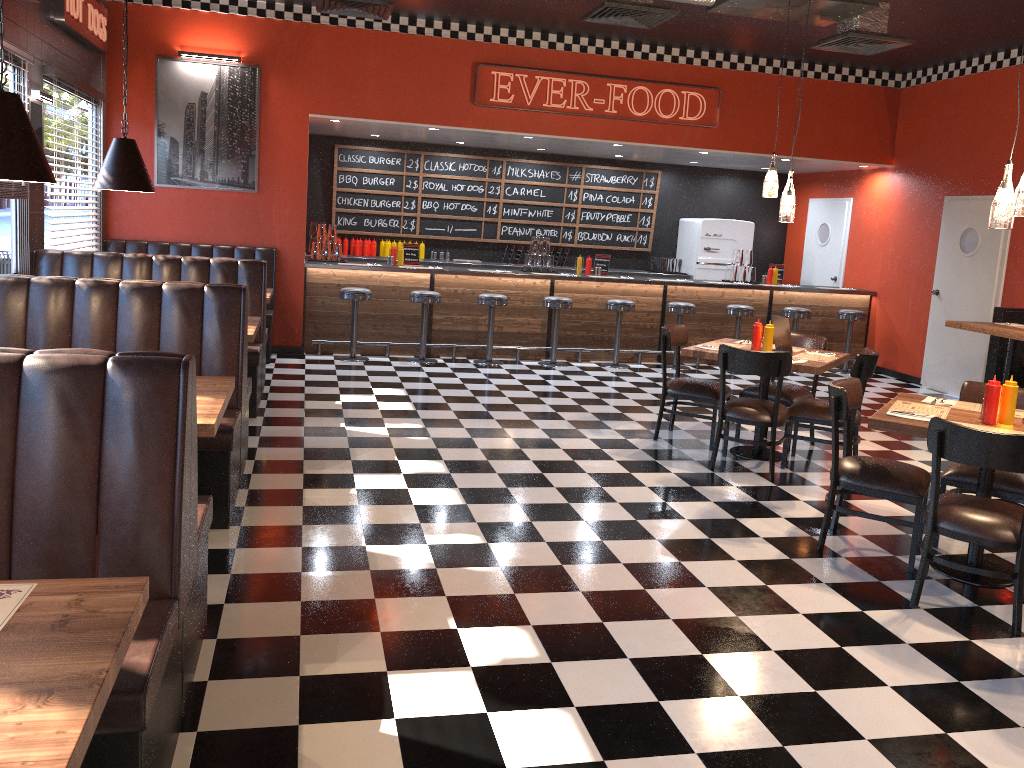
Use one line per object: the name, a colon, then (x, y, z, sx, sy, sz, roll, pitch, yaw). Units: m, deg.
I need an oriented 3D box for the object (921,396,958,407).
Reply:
object: (2.298, 0.091, 4.764, 0.158, 0.019, 0.256, 11, 12, 33)

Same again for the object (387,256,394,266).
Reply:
object: (-1.388, -1.419, 10.104, 0.094, 0.135, 0.047, 7, 9, 21)

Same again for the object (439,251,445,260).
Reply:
object: (-0.963, -1.768, 12.146, 0.047, 0.135, 0.094, 9, 10, 31)

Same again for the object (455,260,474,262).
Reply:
object: (-0.617, -1.695, 12.178, 0.365, 0.001, 0.263, 2, 11, -10)

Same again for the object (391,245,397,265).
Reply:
object: (-1.364, -1.491, 10.221, 0.068, 0.236, 0.068, 2, 8, -12)

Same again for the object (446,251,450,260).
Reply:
object: (-0.880, -1.759, 12.124, 0.046, 0.135, 0.094, 1, 9, -18)

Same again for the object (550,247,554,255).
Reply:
object: (0.529, -1.789, 12.441, 0.072, 0.255, 0.189, 3, 9, -8)

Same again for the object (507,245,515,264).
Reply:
object: (-0.016, -1.800, 12.311, 0.073, 0.258, 0.193, 2, 9, -11)

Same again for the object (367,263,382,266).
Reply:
object: (-1.542, -1.340, 9.942, 0.157, 0.019, 0.257, 0, 11, -17)

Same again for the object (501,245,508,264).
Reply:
object: (-0.107, -1.803, 12.295, 0.070, 0.256, 0.190, 3, 9, -6)

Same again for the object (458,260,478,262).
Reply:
object: (-0.616, -1.698, 12.178, 0.365, 0.001, 0.263, 1, 11, -13)

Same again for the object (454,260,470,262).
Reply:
object: (-0.617, -1.692, 12.179, 0.365, 0.001, 0.263, 2, 11, -10)

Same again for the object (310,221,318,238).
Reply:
object: (-2.568, -2.001, 11.485, 0.105, 0.207, 0.106, -1, 10, -28)

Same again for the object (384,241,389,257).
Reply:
object: (-1.681, -1.818, 11.878, 0.068, 0.236, 0.068, -2, 10, -36)

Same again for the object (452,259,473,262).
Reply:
object: (-0.617, -1.694, 12.178, 0.365, 0.001, 0.263, 1, 11, -14)

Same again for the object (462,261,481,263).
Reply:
object: (-0.617, -1.687, 12.179, 0.365, 0.001, 0.263, 2, 11, -8)

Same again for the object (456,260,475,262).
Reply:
object: (-0.617, -1.696, 12.178, 0.365, 0.001, 0.263, 1, 11, -13)

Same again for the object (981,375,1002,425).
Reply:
object: (2.308, 0.074, 4.261, 0.068, 0.236, 0.068, 3, 8, -8)

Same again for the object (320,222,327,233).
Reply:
object: (-2.460, -1.999, 11.517, 0.105, 0.207, 0.106, -1, 10, -28)

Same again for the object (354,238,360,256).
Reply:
object: (-2.064, -1.829, 11.805, 0.068, 0.236, 0.068, -2, 10, -36)

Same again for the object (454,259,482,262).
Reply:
object: (-0.616, -1.700, 12.177, 0.365, 0.001, 0.263, 1, 11, -12)

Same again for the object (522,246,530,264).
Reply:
object: (0.202, -1.796, 12.364, 0.072, 0.255, 0.189, 3, 9, -8)

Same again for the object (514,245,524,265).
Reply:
object: (0.093, -1.798, 12.338, 0.072, 0.255, 0.189, 1, 9, -18)

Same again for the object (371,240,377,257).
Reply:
object: (-1.854, -1.831, 11.888, 0.068, 0.236, 0.068, 2, 8, -11)

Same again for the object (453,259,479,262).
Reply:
object: (-0.616, -1.699, 12.178, 0.365, 0.001, 0.263, 1, 11, -14)

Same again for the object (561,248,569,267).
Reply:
object: (0.747, -1.784, 12.492, 0.072, 0.255, 0.189, 3, 9, -8)

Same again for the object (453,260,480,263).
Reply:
object: (-0.617, -1.686, 12.179, 0.365, 0.001, 0.263, 1, 11, -13)

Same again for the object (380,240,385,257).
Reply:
object: (-1.747, -1.834, 11.942, 0.068, 0.236, 0.068, -2, 10, -36)

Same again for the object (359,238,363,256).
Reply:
object: (-2.040, -1.844, 11.893, 0.068, 0.236, 0.068, 2, 8, -11)

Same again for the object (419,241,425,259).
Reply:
object: (-1.225, -1.824, 12.073, 0.068, 0.236, 0.068, 2, 8, -11)

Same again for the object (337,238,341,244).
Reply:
object: (-2.306, -1.841, 11.786, 0.068, 0.236, 0.068, -2, 10, -36)

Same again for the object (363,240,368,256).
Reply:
object: (-1.958, -1.830, 11.847, 0.068, 0.236, 0.068, 2, 8, -11)

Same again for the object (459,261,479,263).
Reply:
object: (-0.617, -1.685, 12.179, 0.365, 0.001, 0.263, 1, 11, -12)

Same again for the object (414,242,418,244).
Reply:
object: (-1.308, -1.826, 12.053, 0.068, 0.236, 0.068, 2, 8, -12)

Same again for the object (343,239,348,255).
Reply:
object: (-2.219, -1.840, 11.812, 0.068, 0.236, 0.068, 4, 8, 3)

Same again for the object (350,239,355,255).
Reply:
object: (-2.134, -1.846, 11.874, 0.068, 0.236, 0.068, 2, 8, -11)

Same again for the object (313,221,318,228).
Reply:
object: (-2.583, -2.023, 11.602, 0.105, 0.207, 0.106, -1, 10, -28)

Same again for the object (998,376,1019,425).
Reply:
object: (2.400, 0.076, 4.280, 0.068, 0.236, 0.068, 3, 8, -8)

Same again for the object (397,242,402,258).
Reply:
object: (-1.525, -1.834, 12.021, 0.068, 0.236, 0.068, -2, 10, -36)

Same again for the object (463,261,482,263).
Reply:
object: (-0.617, -1.688, 12.179, 0.365, 0.001, 0.263, 2, 11, -11)

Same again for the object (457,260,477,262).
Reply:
object: (-0.616, -1.697, 12.178, 0.365, 0.001, 0.263, 2, 11, -12)

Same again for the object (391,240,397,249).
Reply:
object: (-1.593, -1.827, 11.958, 0.068, 0.236, 0.068, 2, 8, -15)

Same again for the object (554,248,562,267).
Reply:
object: (0.639, -1.786, 12.466, 0.074, 0.256, 0.190, 2, 9, -11)

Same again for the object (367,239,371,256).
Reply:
object: (-1.929, -1.845, 11.941, 0.068, 0.236, 0.068, 2, 8, -12)

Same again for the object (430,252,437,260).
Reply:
object: (-1.071, -1.769, 12.113, 0.094, 0.135, 0.047, 7, 9, 21)

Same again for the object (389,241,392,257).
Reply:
object: (-1.665, -1.835, 11.977, 0.068, 0.236, 0.068, 2, 8, -11)

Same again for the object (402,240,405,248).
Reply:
object: (-1.460, -1.821, 11.973, 0.068, 0.236, 0.068, -2, 10, -36)

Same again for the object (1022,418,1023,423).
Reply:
object: (2.520, 0.082, 4.239, 0.072, 0.255, 0.189, 6, 9, 16)

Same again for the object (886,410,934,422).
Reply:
object: (1.966, 0.152, 4.318, 0.256, 0.019, 0.158, 10, 12, 30)
